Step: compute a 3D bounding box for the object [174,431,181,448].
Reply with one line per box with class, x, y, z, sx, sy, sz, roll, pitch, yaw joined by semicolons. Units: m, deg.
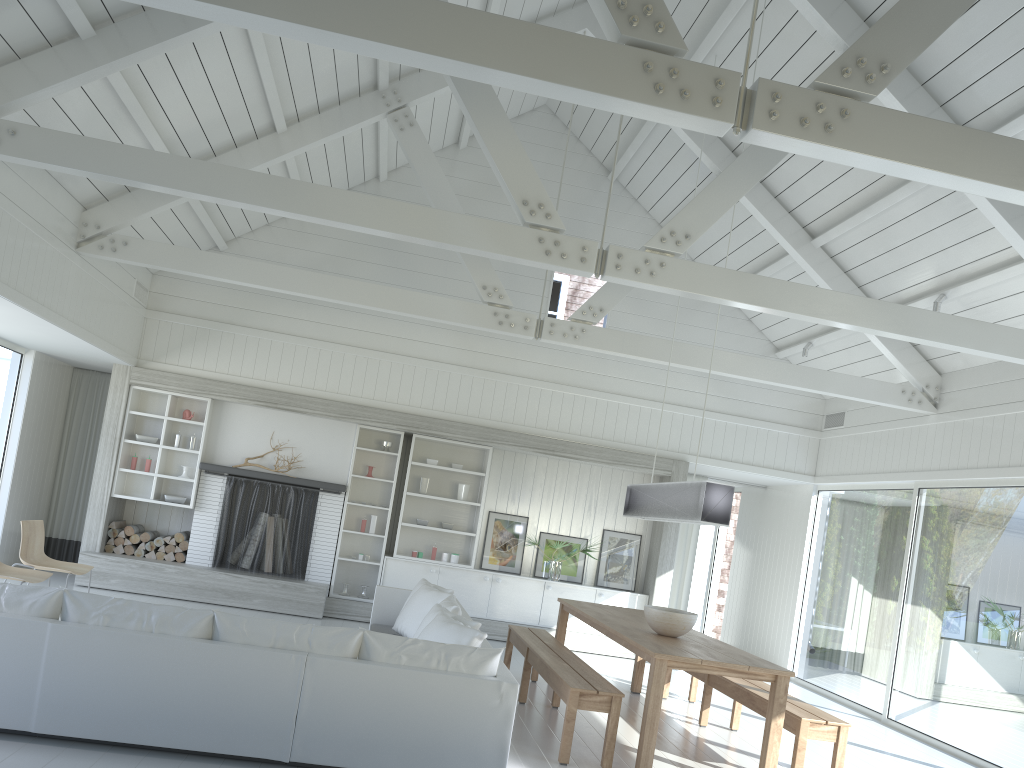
object;-3.746;0.619;9.886;0.054;0.195;0.054;9;-3;-7

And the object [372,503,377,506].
object;-1.615;1.415;10.323;0.054;0.025;0.054;10;-8;-8

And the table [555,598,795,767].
table;1.021;2.251;6.777;0.908;0.758;2.966;10;-8;-7

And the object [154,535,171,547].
object;-3.963;1.783;10.030;0.109;0.109;0.497;10;-8;-9

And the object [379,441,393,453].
object;-1.466;0.735;10.290;0.160;0.123;0.163;6;-7;25

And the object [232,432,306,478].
object;-2.647;0.776;9.903;0.792;0.500;0.455;14;-7;-38

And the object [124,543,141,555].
object;-4.272;1.867;9.984;0.110;0.110;0.497;10;-8;-9

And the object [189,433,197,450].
object;-3.584;0.648;9.909;0.054;0.195;0.054;9;-3;-7

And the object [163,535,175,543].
object;-3.877;1.757;10.030;0.086;0.091;0.481;10;-8;-8

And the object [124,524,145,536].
object;-4.272;1.656;9.988;0.110;0.110;0.497;10;-8;-9

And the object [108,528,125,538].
object;-4.445;1.674;9.961;0.109;0.109;0.497;10;-8;-9

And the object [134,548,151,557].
object;-4.162;1.888;10.007;0.105;0.114;0.520;10;-8;-8

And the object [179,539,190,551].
object;-3.698;1.834;10.068;0.109;0.109;0.497;10;-8;-9

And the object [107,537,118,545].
object;-4.458;1.760;9.944;0.080;0.079;0.480;10;-8;-9

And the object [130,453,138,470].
object;-4.204;0.859;9.814;0.054;0.195;0.054;9;-3;-7

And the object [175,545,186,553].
object;-3.752;1.875;10.052;0.080;0.079;0.480;10;-8;-9

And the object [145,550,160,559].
object;-4.044;1.944;10.031;0.134;0.146;0.551;10;-8;-7

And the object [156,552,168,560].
object;-3.946;1.948;10.037;0.108;0.105;0.517;10;-8;-9

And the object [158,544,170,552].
object;-3.928;1.855;10.020;0.080;0.079;0.480;10;-8;-9

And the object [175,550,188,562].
object;-3.741;1.962;10.060;0.110;0.110;0.497;10;-8;-9

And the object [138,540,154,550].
object;-4.136;1.818;9.991;0.080;0.079;0.480;10;-8;-9

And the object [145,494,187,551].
object;-3.936;1.576;10.002;0.343;0.640;0.612;11;-6;-22

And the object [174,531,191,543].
object;-3.748;1.744;10.063;0.110;0.110;0.497;10;-8;-9

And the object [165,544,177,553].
object;-3.845;1.868;10.045;0.109;0.109;0.497;10;-8;-9

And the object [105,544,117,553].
object;-4.477;1.852;9.961;0.108;0.105;0.517;10;-8;-9

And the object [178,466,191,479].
object;-3.666;0.989;9.888;0.138;0.129;0.137;11;-6;-20

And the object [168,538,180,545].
object;-3.817;1.779;10.038;0.080;0.079;0.480;10;-8;-9

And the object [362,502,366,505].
object;-1.723;1.388;10.253;0.054;0.025;0.054;10;-8;-8

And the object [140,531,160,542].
object;-4.109;1.730;10.009;0.109;0.109;0.497;10;-8;-9

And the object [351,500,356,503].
object;-1.831;1.360;10.183;0.054;0.025;0.054;10;-8;-8

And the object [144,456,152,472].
object;-4.056;0.886;9.835;0.054;0.195;0.054;9;-3;-7

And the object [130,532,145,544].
object;-4.216;1.746;9.993;0.109;0.109;0.497;10;-8;-9

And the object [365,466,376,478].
object;-1.655;1.026;10.284;0.136;0.129;0.139;5;-7;35

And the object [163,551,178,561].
object;-3.846;1.961;10.060;0.134;0.146;0.551;10;-8;-7

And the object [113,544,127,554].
object;-4.377;1.866;9.984;0.134;0.146;0.551;10;-8;-7

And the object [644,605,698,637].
object;1.137;1.727;6.374;0.391;0.184;0.391;11;-8;-16

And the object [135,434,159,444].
object;-4.086;0.622;9.851;0.244;0.072;0.242;12;-9;-22

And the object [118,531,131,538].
object;-4.348;1.683;9.962;0.080;0.079;0.480;10;-8;-9

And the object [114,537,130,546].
object;-4.376;1.772;9.969;0.109;0.109;0.497;10;-8;-9

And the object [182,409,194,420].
object;-3.640;0.349;9.897;0.230;0.126;0.060;4;-6;37

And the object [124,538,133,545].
object;-4.283;1.779;9.976;0.080;0.079;0.480;10;-8;-9

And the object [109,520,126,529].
object;-4.445;1.581;9.950;0.080;0.079;0.480;10;-8;-9
